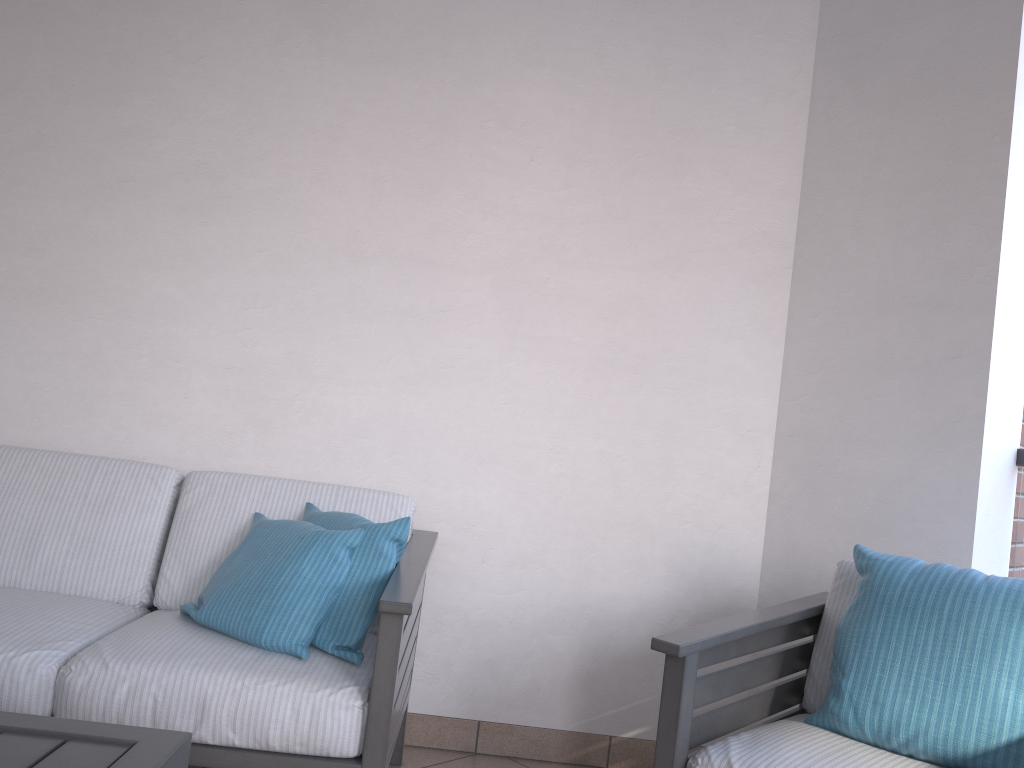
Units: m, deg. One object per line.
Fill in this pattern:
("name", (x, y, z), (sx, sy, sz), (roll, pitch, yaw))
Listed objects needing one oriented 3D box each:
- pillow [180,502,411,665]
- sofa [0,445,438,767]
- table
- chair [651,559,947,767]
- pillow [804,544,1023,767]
("pillow", (-0.541, 0.482, 2.213), (0.543, 0.370, 0.377), (5, -4, 39))
("sofa", (-1.315, 0.559, 2.226), (2.161, 0.765, 0.807), (7, -3, -1))
("table", (-1.124, 0.664, 0.955), (1.260, 0.473, 0.710), (7, -3, -1))
("chair", (0.822, 0.796, 1.813), (0.797, 0.765, 0.807), (4, -4, 44))
("pillow", (0.920, 0.590, 1.892), (0.510, 0.426, 0.316), (4, -4, 41))
